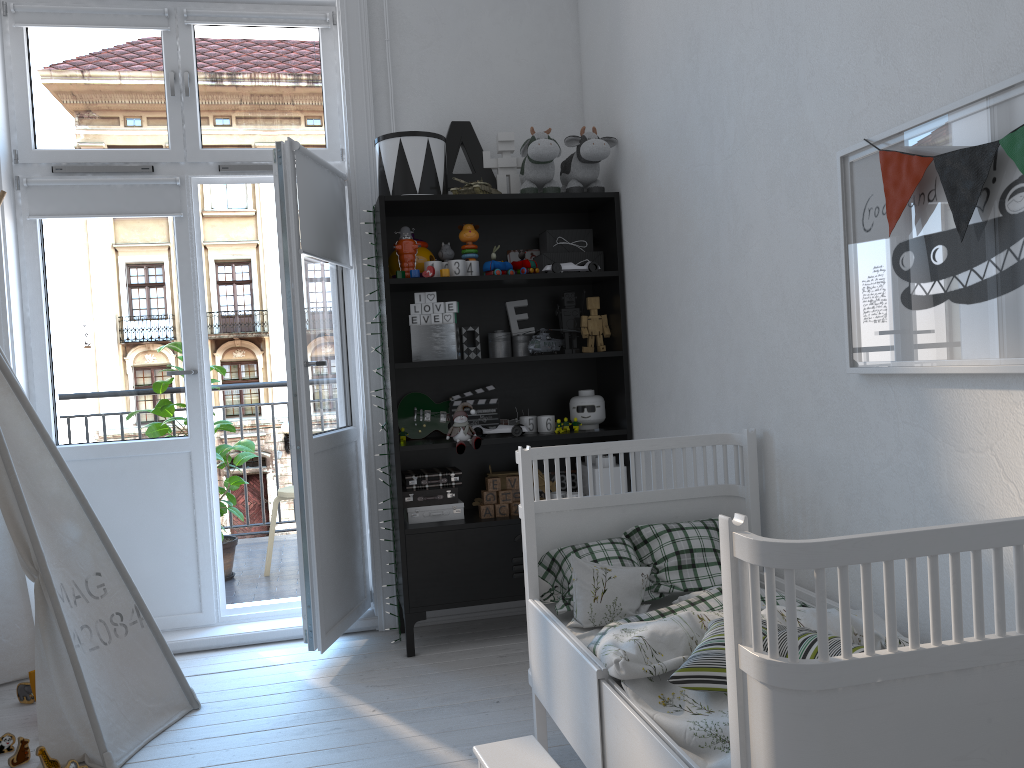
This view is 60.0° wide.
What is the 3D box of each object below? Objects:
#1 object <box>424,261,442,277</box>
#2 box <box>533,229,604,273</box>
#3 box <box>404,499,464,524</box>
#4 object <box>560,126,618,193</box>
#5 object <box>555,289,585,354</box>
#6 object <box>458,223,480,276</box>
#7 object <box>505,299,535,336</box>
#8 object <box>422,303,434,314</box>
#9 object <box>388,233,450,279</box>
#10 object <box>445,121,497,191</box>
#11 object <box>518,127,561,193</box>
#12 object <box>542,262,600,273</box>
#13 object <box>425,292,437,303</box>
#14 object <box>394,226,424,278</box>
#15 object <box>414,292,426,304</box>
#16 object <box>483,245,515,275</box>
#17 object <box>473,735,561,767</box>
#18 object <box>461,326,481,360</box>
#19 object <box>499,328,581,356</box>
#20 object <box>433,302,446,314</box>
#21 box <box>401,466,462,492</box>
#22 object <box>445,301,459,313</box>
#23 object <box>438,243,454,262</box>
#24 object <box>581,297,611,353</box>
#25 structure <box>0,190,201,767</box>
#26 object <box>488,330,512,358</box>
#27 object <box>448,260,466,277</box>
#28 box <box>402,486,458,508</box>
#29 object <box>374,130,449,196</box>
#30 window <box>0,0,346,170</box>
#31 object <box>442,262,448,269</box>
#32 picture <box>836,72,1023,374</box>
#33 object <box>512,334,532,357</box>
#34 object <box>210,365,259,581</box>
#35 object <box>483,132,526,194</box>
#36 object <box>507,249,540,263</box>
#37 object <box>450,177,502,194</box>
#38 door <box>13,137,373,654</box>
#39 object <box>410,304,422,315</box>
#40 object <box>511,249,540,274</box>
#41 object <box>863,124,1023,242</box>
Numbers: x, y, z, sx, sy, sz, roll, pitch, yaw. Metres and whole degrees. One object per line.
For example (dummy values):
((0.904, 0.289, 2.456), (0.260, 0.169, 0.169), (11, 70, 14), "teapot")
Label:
((-0.294, -0.424, 3.324), (0.067, 0.067, 0.067), (-4, 2, -12), "object")
((0.228, -0.521, 3.559), (0.251, 0.189, 0.179), (-4, 2, -13), "box")
((-0.304, 0.489, 3.430), (0.215, 0.062, 0.179), (-4, 1, -13), "box")
((0.248, -0.847, 3.457), (0.211, 0.253, 0.386), (-4, 2, -29), "object")
((0.239, -0.250, 3.553), (0.117, 0.259, 0.081), (-4, 2, -13), "object")
((-0.161, -0.506, 3.378), (0.077, 0.213, 0.077), (-3, 2, 21), "object")
((0.033, -0.269, 3.617), (0.107, 0.151, 0.055), (-4, 2, -13), "object")
((-0.312, -0.280, 3.305), (0.040, 0.040, 0.040), (-3, 2, 7), "object")
((-0.366, -0.485, 3.380), (0.197, 0.197, 0.318), (-4, 1, -16), "object")
((-0.197, -0.873, 3.553), (0.343, 0.344, 0.057), (-4, 2, -13), "object")
((0.100, -0.838, 3.419), (0.154, 0.253, 0.370), (-3, 1, -5), "object")
((0.227, -0.446, 3.417), (0.230, 0.048, 0.098), (-4, 1, -23), "object")
((-0.301, -0.321, 3.303), (0.040, 0.040, 0.040), (-3, 1, -3), "object")
((-0.384, -0.487, 3.304), (0.105, 0.203, 0.072), (-3, 2, -5), "object")
((-0.343, -0.319, 3.305), (0.040, 0.040, 0.040), (-3, 2, -8), "object")
((-0.052, -0.469, 3.403), (0.121, 0.126, 0.087), (-4, 2, -35), "object")
((-0.015, 0.886, 1.722), (0.288, 0.246, 0.332), (-4, 1, -18), "object")
((-0.164, -0.164, 3.566), (0.070, 0.135, 0.028), (-4, 2, -13), "object")
((0.124, -0.165, 3.476), (0.367, 0.106, 0.349), (-4, 1, -11), "object")
((-0.267, -0.283, 3.303), (0.040, 0.040, 0.040), (-3, 2, 17), "object")
((-0.311, 0.367, 3.428), (0.215, 0.062, 0.179), (-4, 1, -13), "box")
((-0.222, -0.285, 3.301), (0.040, 0.040, 0.040), (-3, 2, 12), "object")
((-0.255, -0.476, 3.483), (0.063, 0.160, 0.063), (-4, 2, -34), "object")
((0.328, -0.234, 3.509), (0.114, 0.221, 0.052), (-4, 2, -13), "object")
((-1.642, 0.214, 2.673), (1.142, 1.750, 1.143), (-4, 2, -37), "structure")
((-0.049, -0.159, 3.557), (0.095, 0.110, 0.095), (-4, 2, -8), "object")
((-0.206, -0.429, 3.329), (0.067, 0.067, 0.067), (-4, 2, -12), "object")
((-0.326, 0.429, 3.424), (0.215, 0.062, 0.179), (-4, 1, -13), "box")
((-0.364, -0.819, 3.440), (0.272, 0.259, 0.394), (-3, 1, 16), "object")
((-1.315, -1.187, 3.521), (1.263, 0.660, 0.101), (-4, 2, -13), "window")
((-0.252, -0.428, 3.379), (0.067, 0.067, 0.067), (-4, 2, -39), "object")
((0.823, -0.266, 1.631), (0.030, 0.493, 0.703), (-4, 1, -13), "picture")
((0.065, -0.156, 3.497), (0.078, 0.091, 0.246), (-4, 1, -18), "object")
((-1.627, 0.396, 4.558), (0.720, 1.225, 0.489), (-3, 2, -2), "object")
((-0.020, -0.856, 3.561), (0.190, 0.291, 0.065), (-4, 2, -8), "object")
((0.155, -0.492, 3.652), (0.347, 0.132, 0.037), (-4, 2, -13), "object")
((-0.148, -0.750, 3.378), (0.121, 0.100, 0.338), (-3, 1, 22), "object")
((-1.198, 0.063, 3.315), (1.263, 1.839, 0.636), (-4, 2, -11), "door")
((-0.358, -0.277, 3.307), (0.040, 0.040, 0.040), (-3, 1, -3), "object")
((0.046, -0.476, 3.467), (0.087, 0.112, 0.122), (-5, 2, -42), "object")
((0.844, -0.461, 1.464), (0.058, 0.415, 0.904), (-4, 1, -13), "object")
